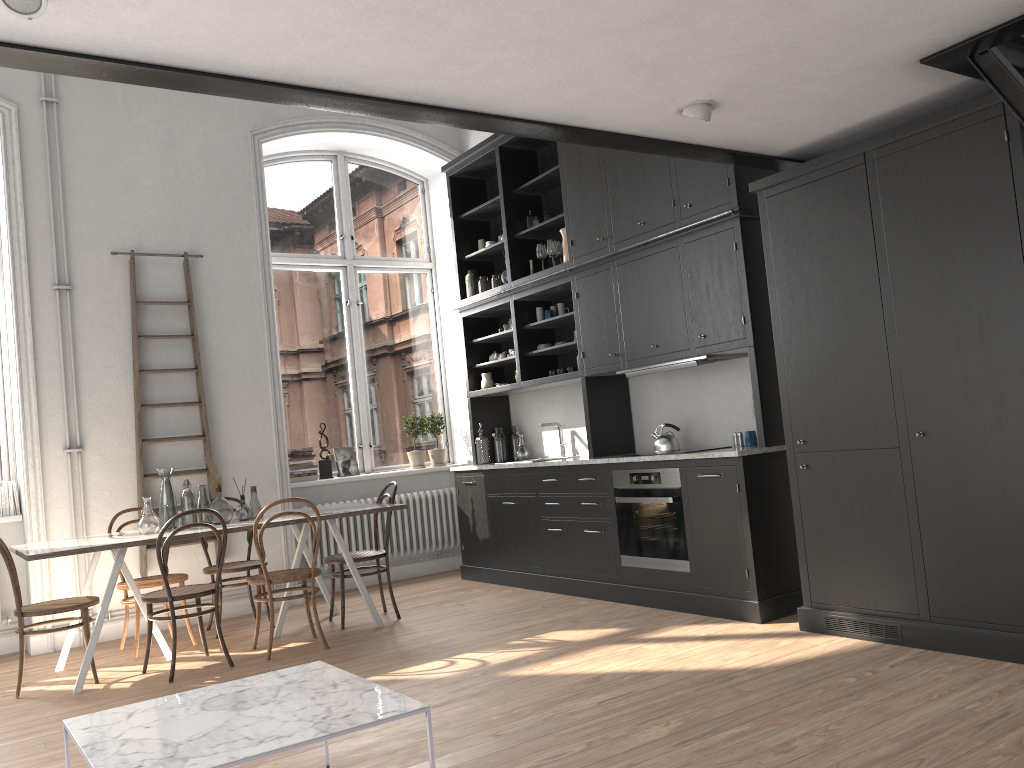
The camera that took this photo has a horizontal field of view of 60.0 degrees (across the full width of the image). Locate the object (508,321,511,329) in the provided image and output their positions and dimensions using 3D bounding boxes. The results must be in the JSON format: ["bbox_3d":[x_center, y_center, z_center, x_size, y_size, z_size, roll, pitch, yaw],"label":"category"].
[{"bbox_3d":[-0.004,-0.477,7.497,0.060,0.107,0.060,-7,-4,24],"label":"object"}]

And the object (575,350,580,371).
[{"bbox_3d":[0.540,-0.187,6.539,0.124,0.191,0.129,-5,-3,-6],"label":"object"}]

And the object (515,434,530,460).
[{"bbox_3d":[0.086,0.538,7.546,0.132,0.219,0.120,-3,-4,-34],"label":"object"}]

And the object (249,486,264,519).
[{"bbox_3d":[-1.712,0.785,5.901,0.101,0.211,0.101,-6,-3,5],"label":"object"}]

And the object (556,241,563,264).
[{"bbox_3d":[0.373,-0.976,6.775,0.083,0.221,0.083,-3,-4,-35],"label":"object"}]

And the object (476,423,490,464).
[{"bbox_3d":[-0.255,0.508,7.586,0.109,0.349,0.109,-8,-4,37],"label":"object"}]

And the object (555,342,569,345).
[{"bbox_3d":[0.398,-0.302,6.996,0.124,0.036,0.123,-9,-5,43],"label":"object"}]

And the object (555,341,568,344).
[{"bbox_3d":[0.398,-0.310,6.997,0.112,0.036,0.112,-6,-4,8],"label":"object"}]

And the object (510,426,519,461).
[{"bbox_3d":[0.029,0.511,7.664,0.086,0.301,0.086,-6,-3,12],"label":"object"}]

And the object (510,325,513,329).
[{"bbox_3d":[0.025,-0.463,7.286,0.071,0.047,0.072,-6,-3,4],"label":"object"}]

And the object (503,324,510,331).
[{"bbox_3d":[-0.040,-0.460,7.408,0.064,0.069,0.064,-6,-3,14],"label":"object"}]

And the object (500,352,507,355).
[{"bbox_3d":[-0.078,-0.250,7.533,0.055,0.047,0.058,-4,-4,-19],"label":"object"}]

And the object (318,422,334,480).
[{"bbox_3d":[-1.619,0.574,7.643,0.122,0.488,0.102,-5,-3,-10],"label":"object"}]

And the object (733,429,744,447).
[{"bbox_3d":[1.417,0.337,5.555,0.040,0.116,0.080,-4,-4,-29],"label":"object"}]

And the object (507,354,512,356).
[{"bbox_3d":[0.002,-0.239,7.400,0.085,0.016,0.085,-6,-4,7],"label":"object"}]

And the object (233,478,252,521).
[{"bbox_3d":[-1.757,0.747,5.784,0.106,0.283,0.107,-3,-4,-39],"label":"object"}]

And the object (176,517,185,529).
[{"bbox_3d":[-2.047,0.850,5.474,0.058,0.094,0.058,-5,-3,-6],"label":"object"}]

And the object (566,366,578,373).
[{"bbox_3d":[0.457,-0.107,6.628,0.104,0.059,0.088,-4,-4,-25],"label":"object"}]

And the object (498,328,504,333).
[{"bbox_3d":[-0.080,-0.441,7.480,0.071,0.047,0.072,-6,-3,4],"label":"object"}]

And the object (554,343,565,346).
[{"bbox_3d":[0.399,-0.294,6.996,0.132,0.038,0.132,-6,-4,13],"label":"object"}]

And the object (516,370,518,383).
[{"bbox_3d":[0.063,-0.065,7.194,0.069,0.123,0.173,-5,-3,-2],"label":"object"}]

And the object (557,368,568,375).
[{"bbox_3d":[0.384,-0.095,6.700,0.104,0.059,0.088,-8,-4,34],"label":"object"}]

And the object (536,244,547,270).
[{"bbox_3d":[0.233,-0.961,6.800,0.083,0.221,0.083,-5,-3,-3],"label":"object"}]

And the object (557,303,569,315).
[{"bbox_3d":[0.400,-0.565,6.959,0.082,0.135,0.059,-8,-4,39],"label":"object"}]

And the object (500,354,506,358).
[{"bbox_3d":[-0.076,-0.231,7.532,0.056,0.033,0.058,-8,-4,31],"label":"object"}]

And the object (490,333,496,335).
[{"bbox_3d":[-0.154,-0.416,7.759,0.071,0.047,0.072,-6,-3,4],"label":"object"}]

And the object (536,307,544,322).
[{"bbox_3d":[0.230,-0.541,7.075,0.059,0.135,0.082,-7,-4,24],"label":"object"}]

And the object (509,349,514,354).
[{"bbox_3d":[-0.002,-0.263,7.406,0.039,0.055,0.049,-5,-3,-14],"label":"object"}]

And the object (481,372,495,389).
[{"bbox_3d":[-0.208,-0.021,7.627,0.116,0.144,0.127,-8,-4,35],"label":"object"}]

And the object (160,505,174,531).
[{"bbox_3d":[-2.153,0.832,5.520,0.083,0.158,0.083,-3,-4,-38],"label":"object"}]

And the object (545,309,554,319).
[{"bbox_3d":[0.292,-0.532,6.976,0.082,0.093,0.140,-7,-4,21],"label":"object"}]

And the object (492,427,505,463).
[{"bbox_3d":[-0.118,0.522,7.598,0.086,0.301,0.086,-8,-4,42],"label":"object"}]

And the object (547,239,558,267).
[{"bbox_3d":[0.308,-0.975,6.692,0.083,0.221,0.083,-6,-3,12],"label":"object"}]

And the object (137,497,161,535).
[{"bbox_3d":[-2.192,0.793,5.345,0.132,0.219,0.132,-2,-5,-45],"label":"object"}]

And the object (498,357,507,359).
[{"bbox_3d":[-0.075,-0.217,7.533,0.085,0.017,0.085,-3,-5,-38],"label":"object"}]

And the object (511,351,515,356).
[{"bbox_3d":[0.019,-0.244,7.339,0.049,0.054,0.039,-5,-3,-8],"label":"object"}]

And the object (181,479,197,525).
[{"bbox_3d":[-2.045,0.754,5.603,0.086,0.301,0.086,-8,-4,42],"label":"object"}]

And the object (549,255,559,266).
[{"bbox_3d":[0.328,-0.968,6.844,0.083,0.221,0.083,-3,-4,-42],"label":"object"}]

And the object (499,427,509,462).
[{"bbox_3d":[-0.082,0.525,7.716,0.086,0.301,0.086,-4,-3,-20],"label":"object"}]

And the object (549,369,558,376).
[{"bbox_3d":[0.328,-0.084,6.797,0.104,0.059,0.088,-9,-5,44],"label":"object"}]

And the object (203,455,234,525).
[{"bbox_3d":[-1.861,0.665,5.630,0.156,0.446,0.157,-5,-3,-16],"label":"object"}]

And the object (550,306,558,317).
[{"bbox_3d":[0.328,-0.551,7.078,0.082,0.135,0.059,-5,-3,-6],"label":"object"}]

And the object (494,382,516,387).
[{"bbox_3d":[-0.058,0.013,7.533,0.180,0.037,0.180,-9,-5,41],"label":"object"}]

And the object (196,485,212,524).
[{"bbox_3d":[-1.989,0.780,5.725,0.100,0.255,0.098,-8,-4,33],"label":"object"}]

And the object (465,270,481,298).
[{"bbox_3d":[-0.329,-0.859,7.667,0.118,0.238,0.118,-8,-4,41],"label":"object"}]

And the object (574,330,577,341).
[{"bbox_3d":[0.485,-0.355,6.631,0.058,0.094,0.058,-6,-3,5],"label":"object"}]

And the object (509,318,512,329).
[{"bbox_3d":[0.009,-0.487,7.356,0.060,0.107,0.060,-5,-3,-6],"label":"object"}]

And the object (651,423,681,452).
[{"bbox_3d":[1.029,0.356,5.934,0.171,0.186,0.171,-4,-4,-23],"label":"object"}]

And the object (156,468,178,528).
[{"bbox_3d":[-2.192,0.730,5.643,0.116,0.382,0.116,-4,-3,-23],"label":"object"}]

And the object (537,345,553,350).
[{"bbox_3d":[-2.293,0.806,5.896,5.826,1.841,0.792,-4,-4,-29],"label":"object"}]

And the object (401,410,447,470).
[{"bbox_3d":[-0.808,0.512,8.197,0.500,0.523,0.234,-2,-5,-45],"label":"object"}]

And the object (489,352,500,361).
[{"bbox_3d":[-0.141,-0.230,7.679,0.125,0.100,0.140,-8,-4,37],"label":"object"}]
